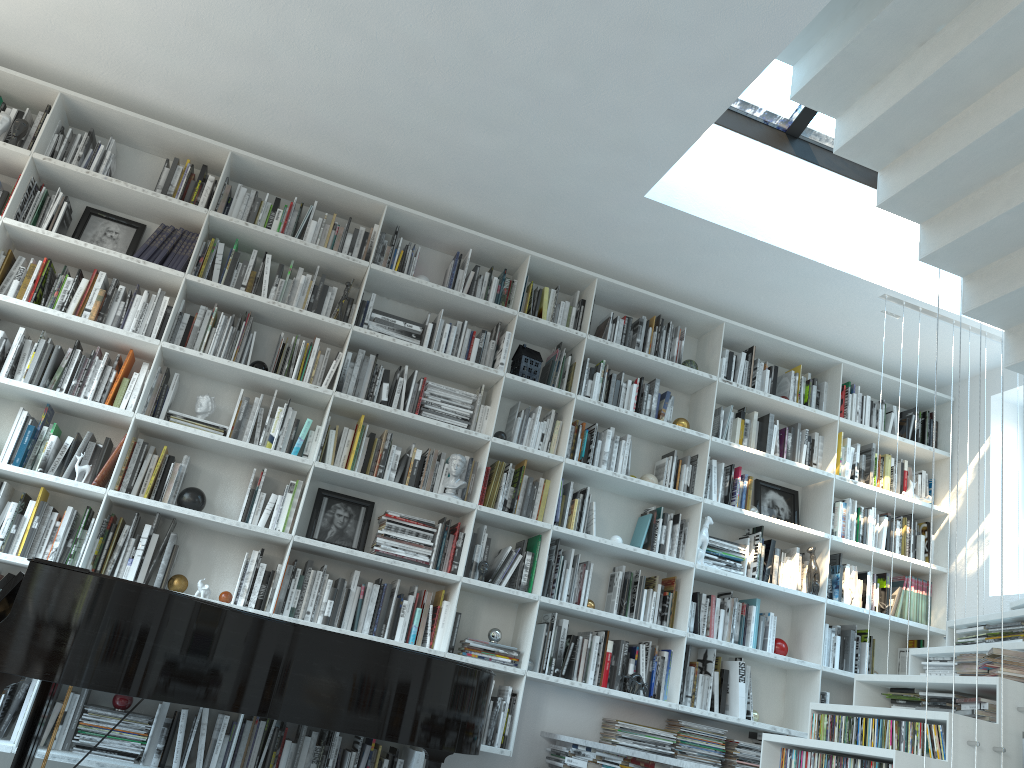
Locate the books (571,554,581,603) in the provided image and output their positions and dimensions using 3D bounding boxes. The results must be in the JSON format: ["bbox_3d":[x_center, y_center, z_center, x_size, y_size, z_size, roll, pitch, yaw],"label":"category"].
[{"bbox_3d":[0.312,1.063,4.767,0.006,0.284,0.160,17,-21,-14],"label":"books"}]

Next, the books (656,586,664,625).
[{"bbox_3d":[0.782,1.230,4.876,0.021,0.231,0.155,17,-21,-14],"label":"books"}]

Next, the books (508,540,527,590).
[{"bbox_3d":[0.024,0.972,4.689,0.013,0.284,0.139,17,-21,-14],"label":"books"}]

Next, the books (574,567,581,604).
[{"bbox_3d":[0.324,1.097,4.761,0.008,0.222,0.134,17,-21,-14],"label":"books"}]

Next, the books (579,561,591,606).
[{"bbox_3d":[0.368,1.088,4.770,0.014,0.260,0.142,17,-21,-14],"label":"books"}]

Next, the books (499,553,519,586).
[{"bbox_3d":[-0.045,0.991,4.666,0.090,0.214,0.139,17,-21,-14],"label":"books"}]

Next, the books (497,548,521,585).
[{"bbox_3d":[-0.043,0.975,4.661,0.094,0.237,0.150,17,-21,-14],"label":"books"}]

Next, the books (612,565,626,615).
[{"bbox_3d":[0.565,1.140,4.842,0.016,0.288,0.132,17,-21,-14],"label":"books"}]

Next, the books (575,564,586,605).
[{"bbox_3d":[0.339,1.090,4.758,0.015,0.237,0.177,17,-21,-14],"label":"books"}]

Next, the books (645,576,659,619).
[{"bbox_3d":[0.746,1.194,4.861,0.006,0.273,0.173,17,-21,-14],"label":"books"}]

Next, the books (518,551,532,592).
[{"bbox_3d":[0.044,1.001,4.664,0.029,0.222,0.171,17,-21,-14],"label":"books"}]

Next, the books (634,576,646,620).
[{"bbox_3d":[0.665,1.177,4.828,0.018,0.250,0.184,17,-21,-14],"label":"books"}]

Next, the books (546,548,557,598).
[{"bbox_3d":[0.182,1.020,4.721,0.006,0.280,0.155,17,-21,-14],"label":"books"}]

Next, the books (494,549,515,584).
[{"bbox_3d":[-0.071,0.976,4.658,0.095,0.225,0.144,17,-21,-14],"label":"books"}]

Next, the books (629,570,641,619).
[{"bbox_3d":[0.648,1.165,4.854,0.007,0.284,0.160,17,-21,-14],"label":"books"}]

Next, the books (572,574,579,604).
[{"bbox_3d":[0.311,1.114,4.750,0.013,0.178,0.141,17,-21,-14],"label":"books"}]

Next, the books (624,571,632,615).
[{"bbox_3d":[0.595,1.158,4.832,0.015,0.261,0.150,17,-21,-14],"label":"books"}]

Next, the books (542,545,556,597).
[{"bbox_3d":[0.172,1.011,4.722,0.018,0.294,0.178,17,-21,-14],"label":"books"}]

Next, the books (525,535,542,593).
[{"bbox_3d":[0.091,0.969,4.700,0.014,0.323,0.183,17,-21,-14],"label":"books"}]

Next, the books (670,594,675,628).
[{"bbox_3d":[0.856,1.257,4.911,0.007,0.234,0.132,17,-21,-14],"label":"books"}]

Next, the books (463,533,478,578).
[{"bbox_3d":[-0.237,0.908,4.616,0.028,0.252,0.143,17,-21,-14],"label":"books"}]

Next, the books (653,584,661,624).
[{"bbox_3d":[0.753,1.218,4.856,0.018,0.228,0.182,17,-21,-14],"label":"books"}]

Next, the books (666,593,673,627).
[{"bbox_3d":[0.827,1.255,4.876,0.013,0.203,0.159,17,-21,-14],"label":"books"}]

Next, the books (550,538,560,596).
[{"bbox_3d":[0.201,1.003,4.751,0.007,0.340,0.150,17,-21,-14],"label":"books"}]

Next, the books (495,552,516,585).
[{"bbox_3d":[-0.061,0.985,4.654,0.090,0.211,0.143,17,-21,-14],"label":"books"}]

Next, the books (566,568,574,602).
[{"bbox_3d":[0.276,1.090,4.742,0.013,0.202,0.167,17,-21,-14],"label":"books"}]

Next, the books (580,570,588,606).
[{"bbox_3d":[0.351,1.108,4.753,0.014,0.206,0.181,17,-21,-14],"label":"books"}]

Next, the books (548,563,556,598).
[{"bbox_3d":[0.181,1.060,4.717,0.013,0.203,0.154,17,-21,-14],"label":"books"}]

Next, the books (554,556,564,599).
[{"bbox_3d":[0.219,1.045,4.721,0.013,0.247,0.165,17,-21,-14],"label":"books"}]

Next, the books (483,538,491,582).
[{"bbox_3d":[-0.161,0.936,4.640,0.035,0.247,0.141,17,-21,-14],"label":"books"}]

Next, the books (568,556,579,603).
[{"bbox_3d":[0.297,1.061,4.745,0.012,0.266,0.183,17,-21,-14],"label":"books"}]

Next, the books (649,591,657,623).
[{"bbox_3d":[0.727,1.231,4.840,0.019,0.182,0.191,17,-21,-14],"label":"books"}]

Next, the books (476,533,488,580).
[{"bbox_3d":[-0.182,0.921,4.637,0.012,0.265,0.158,17,-21,-14],"label":"books"}]

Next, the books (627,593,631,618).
[{"bbox_3d":[0.613,1.197,4.847,0.031,0.208,0.122,17,-21,-14],"label":"books"}]

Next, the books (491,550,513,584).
[{"bbox_3d":[-0.081,0.973,4.633,0.089,0.209,0.176,17,-21,-14],"label":"books"}]

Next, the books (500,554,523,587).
[{"bbox_3d":[-0.031,0.997,4.657,0.091,0.204,0.169,17,-21,-14],"label":"books"}]

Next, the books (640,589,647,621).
[{"bbox_3d":[0.675,1.213,4.820,0.018,0.181,0.182,17,-21,-14],"label":"books"}]

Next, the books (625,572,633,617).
[{"bbox_3d":[0.606,1.163,4.834,0.008,0.258,0.159,17,-21,-14],"label":"books"}]

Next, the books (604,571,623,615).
[{"bbox_3d":[0.549,1.149,4.819,0.019,0.250,0.130,17,-21,-14],"label":"books"}]

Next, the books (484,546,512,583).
[{"bbox_3d":[-0.094,0.959,4.627,0.095,0.227,0.190,17,-21,-14],"label":"books"}]

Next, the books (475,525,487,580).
[{"bbox_3d":[-0.186,0.896,4.632,0.013,0.305,0.141,17,-21,-14],"label":"books"}]

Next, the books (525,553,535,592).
[{"bbox_3d":[0.064,1.010,4.681,0.021,0.225,0.148,17,-21,-14],"label":"books"}]

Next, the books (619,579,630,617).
[{"bbox_3d":[0.581,1.171,4.807,0.016,0.215,0.178,17,-21,-14],"label":"books"}]

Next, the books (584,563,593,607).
[{"bbox_3d":[0.379,1.097,4.772,0.013,0.250,0.173,17,-21,-14],"label":"books"}]

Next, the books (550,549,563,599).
[{"bbox_3d":[0.215,1.026,4.723,0.005,0.282,0.159,17,-21,-14],"label":"books"}]

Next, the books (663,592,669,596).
[{"bbox_3d":[0.811,1.253,4.881,0.016,0.204,0.142,17,-21,-14],"label":"books"}]

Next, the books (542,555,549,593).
[{"bbox_3d":[0.149,1.036,4.722,0.011,0.238,0.137,17,-21,-14],"label":"books"}]

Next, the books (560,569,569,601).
[{"bbox_3d":[0.248,1.084,4.717,0.013,0.185,0.184,17,-21,-14],"label":"books"}]

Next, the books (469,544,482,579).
[{"bbox_3d":[-0.211,0.938,4.594,0.027,0.191,0.183,17,-21,-14],"label":"books"}]

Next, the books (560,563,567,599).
[{"bbox_3d":[0.238,1.067,4.724,0.013,0.217,0.161,17,-21,-14],"label":"books"}]

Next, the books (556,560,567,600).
[{"bbox_3d":[0.231,1.056,4.711,0.011,0.225,0.188,17,-21,-14],"label":"books"}]

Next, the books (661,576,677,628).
[{"bbox_3d":[0.848,1.214,4.887,0.007,0.294,0.162,17,-21,-14],"label":"books"}]

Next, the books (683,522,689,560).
[{"bbox_3d":[0.948,0.912,5.015,0.010,0.244,0.159,17,-21,-14],"label":"books"}]

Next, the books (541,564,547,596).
[{"bbox_3d":[0.135,1.053,4.702,0.015,0.187,0.168,17,-21,-14],"label":"books"}]

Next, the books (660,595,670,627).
[{"bbox_3d":[0.803,1.252,4.848,0.016,0.180,0.190,17,-21,-14],"label":"books"}]

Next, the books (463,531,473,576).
[{"bbox_3d":[-0.262,0.897,4.615,0.024,0.262,0.154,17,-21,-14],"label":"books"}]

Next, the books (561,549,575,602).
[{"bbox_3d":[0.272,1.036,4.737,0.014,0.296,0.175,17,-21,-14],"label":"books"}]

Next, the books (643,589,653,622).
[{"bbox_3d":[0.711,1.222,4.842,0.015,0.194,0.176,17,-21,-14],"label":"books"}]
